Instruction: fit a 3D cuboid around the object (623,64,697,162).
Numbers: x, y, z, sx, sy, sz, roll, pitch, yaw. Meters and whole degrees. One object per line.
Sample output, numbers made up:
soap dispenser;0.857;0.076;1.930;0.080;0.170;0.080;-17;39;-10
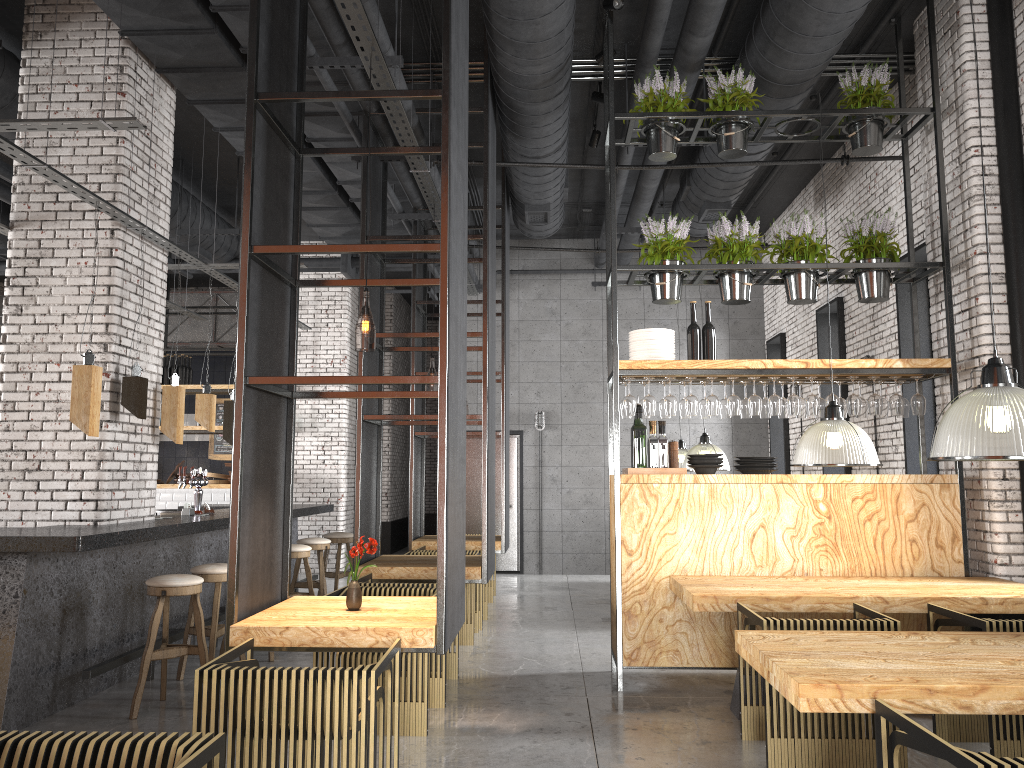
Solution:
object;1.130;-1.985;6.715;0.467;0.560;0.415;3;-7;-23

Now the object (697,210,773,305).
object;1.642;-0.875;6.549;0.467;0.560;0.415;0;-7;-3

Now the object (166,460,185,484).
object;-4.796;1.255;12.619;0.242;0.339;0.487;1;-6;-12

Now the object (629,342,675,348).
object;1.020;-0.264;6.465;0.334;0.039;0.334;-1;-6;10

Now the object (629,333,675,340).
object;1.020;-0.322;6.473;0.334;0.044;0.334;3;-7;-27

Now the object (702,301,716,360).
object;1.434;-0.370;6.460;0.098;0.472;0.098;3;-8;-20

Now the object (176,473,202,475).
object;-4.628;1.293;12.714;0.457;0.019;0.406;5;-8;-41

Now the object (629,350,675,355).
object;1.020;-0.210;6.457;0.334;0.040;0.334;4;-7;-33

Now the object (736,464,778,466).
object;1.733;0.592;6.308;0.305;0.046;0.305;5;-8;-40

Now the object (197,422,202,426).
object;-4.642;0.407;13.219;0.098;0.472;0.098;1;-7;-9

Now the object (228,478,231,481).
object;-3.719;1.355;12.615;0.405;0.044;0.634;-1;-6;5

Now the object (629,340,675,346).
object;1.019;-0.283;6.467;0.334;0.043;0.334;1;-6;-14

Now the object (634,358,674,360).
object;1.020;-0.151;6.451;0.334;0.033;0.334;-5;-8;40

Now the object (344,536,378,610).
object;-0.746;0.938;4.409;0.171;0.356;0.156;6;-9;-39

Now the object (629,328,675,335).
object;1.020;-0.360;6.477;0.334;0.039;0.334;3;-7;-24

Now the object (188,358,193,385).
object;-4.890;-0.169;13.436;0.098;0.459;0.098;3;-8;-20

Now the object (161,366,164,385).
object;-5.228;-0.196;13.182;0.098;0.459;0.098;-3;-8;25

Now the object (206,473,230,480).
object;-4.171;1.310;12.655;0.439;0.154;0.436;5;-8;-40

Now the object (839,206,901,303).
object;2.621;-0.883;6.473;0.416;0.560;0.466;-3;-7;22

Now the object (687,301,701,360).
object;1.326;-0.369;6.464;0.098;0.472;0.098;3;-8;-20

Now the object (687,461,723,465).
object;1.383;0.591;6.342;0.257;0.076;0.256;0;-6;2

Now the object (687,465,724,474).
object;1.383;0.614;6.339;0.257;0.067;0.256;-1;-6;10

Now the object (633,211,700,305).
object;1.138;-0.877;6.534;0.416;0.560;0.466;4;-8;-32

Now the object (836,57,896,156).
object;2.633;-1.999;6.590;0.416;0.560;0.466;-1;-7;12

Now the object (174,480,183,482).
object;-4.613;1.389;12.703;0.458;0.019;0.406;-4;-7;31

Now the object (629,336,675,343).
object;1.020;-0.303;6.470;0.334;0.041;0.334;3;-7;-28

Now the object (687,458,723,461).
object;1.384;0.566;6.344;0.257;0.072;0.256;3;-7;-25

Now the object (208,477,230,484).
object;-4.174;1.376;12.644;0.436;0.097;0.436;-3;-7;27

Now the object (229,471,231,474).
object;-3.719;1.267;12.626;0.405;0.044;0.634;0;-6;3

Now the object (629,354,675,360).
object;1.020;-0.171;6.454;0.334;0.046;0.333;2;-6;-17

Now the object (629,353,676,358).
object;1.021;-0.190;6.455;0.334;0.037;0.334;4;-7;-31

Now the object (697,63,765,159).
object;1.650;-1.991;6.658;0.416;0.560;0.466;5;-9;-39

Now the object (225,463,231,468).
object;-3.774;1.172;12.577;0.406;0.094;0.635;0;-6;0

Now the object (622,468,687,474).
object;1.023;0.634;6.404;0.411;0.050;0.410;0;-6;2

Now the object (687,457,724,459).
object;1.384;0.561;6.346;0.257;0.072;0.256;0;-6;2

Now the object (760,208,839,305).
object;2.122;-0.877;6.536;0.467;0.560;0.416;6;-9;-41

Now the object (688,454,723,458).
object;1.385;0.536;6.349;0.257;0.076;0.256;-5;-8;40

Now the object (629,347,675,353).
object;1.020;-0.229;6.461;0.334;0.039;0.334;4;-7;-31

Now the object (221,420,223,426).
object;-4.216;0.534;13.041;0.118;0.181;0.118;5;-8;-33

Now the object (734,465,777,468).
object;1.734;0.600;6.306;0.306;0.044;0.305;0;-6;3

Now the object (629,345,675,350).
object;1.020;-0.248;6.462;0.334;0.040;0.334;-3;-7;24

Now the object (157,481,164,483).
object;-5.189;1.404;12.695;0.276;0.019;0.512;-1;-6;7

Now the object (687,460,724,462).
object;1.384;0.583;6.343;0.257;0.075;0.256;-3;-7;28

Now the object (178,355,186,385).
object;-4.901;-0.197;13.168;0.098;0.459;0.098;3;-8;-20

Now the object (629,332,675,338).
object;1.020;-0.341;6.474;0.334;0.039;0.334;2;-6;-22
